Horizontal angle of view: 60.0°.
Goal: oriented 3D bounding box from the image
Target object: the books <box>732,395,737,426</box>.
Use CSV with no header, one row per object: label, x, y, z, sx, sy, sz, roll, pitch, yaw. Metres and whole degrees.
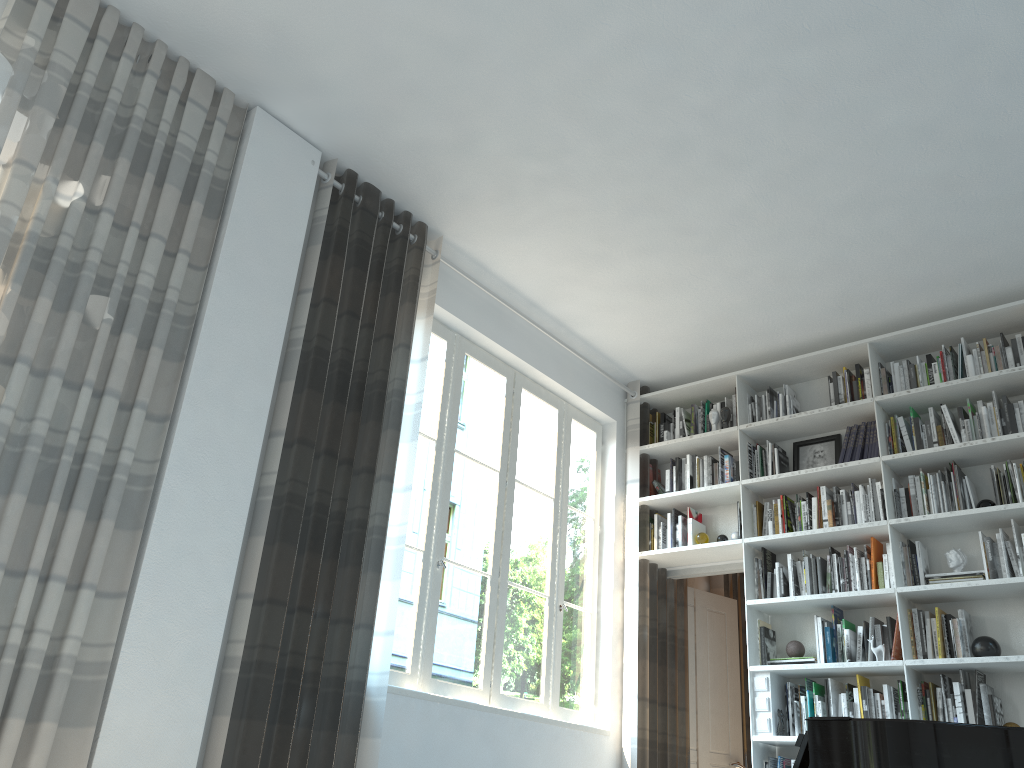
books,1.508,0.233,5.848,0.022,0.285,0.175,-16,-32,36

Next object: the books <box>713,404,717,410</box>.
books,1.393,0.278,5.912,0.025,0.242,0.168,-16,-32,36

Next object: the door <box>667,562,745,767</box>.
door,1.453,2.225,5.627,0.835,1.971,0.789,-16,-32,36

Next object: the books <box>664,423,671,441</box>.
books,1.103,0.384,6.113,0.028,0.185,0.182,-16,-32,36

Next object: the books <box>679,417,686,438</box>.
books,1.197,0.347,6.044,0.030,0.205,0.176,-16,-32,36

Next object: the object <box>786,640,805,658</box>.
object,1.610,1.511,5.036,0.105,0.106,0.106,-4,-27,16

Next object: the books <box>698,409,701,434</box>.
books,1.307,0.309,6.005,0.030,0.256,0.130,-16,-32,36

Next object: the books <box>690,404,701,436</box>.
books,1.270,0.298,6.018,0.039,0.281,0.182,-16,-32,36

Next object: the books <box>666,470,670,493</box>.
books,1.088,0.706,5.974,0.034,0.217,0.167,-16,-32,36

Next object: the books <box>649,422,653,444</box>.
books,1.001,0.399,6.196,0.014,0.218,0.189,-16,-32,36

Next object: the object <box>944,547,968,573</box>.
object,2.355,0.941,4.698,0.121,0.156,0.095,22,-30,-32

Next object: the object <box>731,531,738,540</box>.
object,1.397,0.953,5.512,0.071,0.072,0.072,-4,-27,16

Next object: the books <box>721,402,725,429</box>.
books,1.435,0.263,5.892,0.027,0.258,0.147,-16,-32,36

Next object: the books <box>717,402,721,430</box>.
books,1.418,0.272,5.907,0.021,0.252,0.179,-16,-32,36

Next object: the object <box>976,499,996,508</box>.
object,2.498,0.655,4.665,0.097,0.098,0.097,5,-26,-1

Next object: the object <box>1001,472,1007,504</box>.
object,2.612,0.593,4.668,0.010,0.224,0.143,-16,-32,36

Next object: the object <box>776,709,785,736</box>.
object,1.459,1.844,4.819,0.045,0.146,0.045,9,-26,-10

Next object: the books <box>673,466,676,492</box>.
books,1.132,0.682,5.931,0.023,0.227,0.172,-16,-32,36

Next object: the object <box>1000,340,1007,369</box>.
object,2.746,-0.102,4.913,0.010,0.245,0.157,-16,-32,36

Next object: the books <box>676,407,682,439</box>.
books,1.183,0.323,6.084,0.028,0.282,0.190,-16,-32,36

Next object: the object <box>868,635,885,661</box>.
object,1.906,1.386,4.632,0.082,0.139,0.044,-7,-27,22

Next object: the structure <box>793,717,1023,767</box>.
structure,1.933,1.656,3.055,1.921,0.829,1.339,-16,-32,36

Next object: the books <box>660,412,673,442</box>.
books,1.085,0.353,6.145,0.025,0.268,0.177,-16,-32,36

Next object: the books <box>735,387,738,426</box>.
books,1.520,0.204,5.845,0.014,0.336,0.168,-16,-32,36

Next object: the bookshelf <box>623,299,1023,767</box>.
bookshelf,3.236,0.875,3.838,6.307,3.127,0.331,-16,-32,36

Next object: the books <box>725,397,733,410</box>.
books,1.459,0.249,5.895,0.013,0.290,0.155,-16,-32,36

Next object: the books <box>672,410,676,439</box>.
books,1.151,0.334,6.109,0.010,0.280,0.161,-16,-32,36

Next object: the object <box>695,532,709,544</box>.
object,1.207,0.985,5.626,0.087,0.087,0.087,5,-26,-1

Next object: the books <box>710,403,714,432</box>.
books,1.372,0.278,5.952,0.013,0.274,0.159,-16,-32,36

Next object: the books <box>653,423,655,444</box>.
books,1.030,0.399,6.202,0.024,0.227,0.130,-16,-32,36

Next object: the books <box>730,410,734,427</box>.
books,1.485,0.284,5.842,0.028,0.184,0.168,-16,-32,36

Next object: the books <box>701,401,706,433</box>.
books,1.317,0.278,5.993,0.014,0.302,0.146,-16,-32,36

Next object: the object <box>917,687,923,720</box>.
object,2.109,1.689,4.520,0.012,0.253,0.161,-16,-32,36

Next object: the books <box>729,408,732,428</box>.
books,1.468,0.282,5.863,0.023,0.204,0.146,-16,-32,36

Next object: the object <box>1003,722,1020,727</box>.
object,2.396,1.669,4.248,0.091,0.091,0.091,-4,-27,16

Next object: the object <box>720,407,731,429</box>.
object,1.387,0.240,5.752,0.067,0.197,0.067,7,-25,-6

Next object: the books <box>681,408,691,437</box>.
books,1.222,0.312,6.032,0.057,0.261,0.191,-16,-32,36

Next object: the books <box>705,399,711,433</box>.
books,1.341,0.272,5.989,0.029,0.313,0.129,-16,-32,36

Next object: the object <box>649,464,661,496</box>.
object,0.974,0.700,6.070,0.035,0.294,0.177,-16,-32,36

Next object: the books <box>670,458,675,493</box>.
books,1.111,0.666,5.979,0.012,0.295,0.163,-16,-32,36

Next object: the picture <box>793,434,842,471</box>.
picture,1.880,0.466,5.463,0.300,0.298,0.078,-16,-32,36

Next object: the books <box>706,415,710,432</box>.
books,1.350,0.319,5.939,0.024,0.186,0.160,-16,-32,36

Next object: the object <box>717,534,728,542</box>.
object,1.327,0.985,5.588,0.071,0.072,0.072,-4,-27,16

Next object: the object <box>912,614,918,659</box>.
object,2.151,1.355,4.681,0.012,0.269,0.131,-16,-32,36

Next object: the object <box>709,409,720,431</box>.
object,1.324,0.258,5.799,0.067,0.197,0.067,7,-25,-6

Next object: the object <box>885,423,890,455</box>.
object,2.211,0.372,5.144,0.012,0.253,0.161,-16,-32,36

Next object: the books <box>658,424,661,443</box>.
books,1.066,0.394,6.148,0.024,0.194,0.167,-16,-32,36

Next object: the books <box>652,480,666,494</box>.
books,1.033,0.746,6.018,0.122,0.175,0.130,-16,-32,36

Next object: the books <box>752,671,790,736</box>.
books,1.463,1.810,4.971,0.106,0.338,0.308,-16,-32,36

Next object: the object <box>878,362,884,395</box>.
object,2.239,0.029,5.307,0.012,0.283,0.160,-16,-32,36

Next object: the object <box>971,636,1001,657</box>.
object,2.373,1.330,4.438,0.134,0.134,0.134,5,-26,-1

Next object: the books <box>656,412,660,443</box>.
books,1.053,0.356,6.176,0.014,0.284,0.175,-16,-32,36

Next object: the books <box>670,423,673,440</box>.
books,1.142,0.383,6.114,0.031,0.194,0.145,-16,-32,36

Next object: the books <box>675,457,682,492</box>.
books,1.148,0.651,5.925,0.023,0.281,0.186,-16,-32,36
